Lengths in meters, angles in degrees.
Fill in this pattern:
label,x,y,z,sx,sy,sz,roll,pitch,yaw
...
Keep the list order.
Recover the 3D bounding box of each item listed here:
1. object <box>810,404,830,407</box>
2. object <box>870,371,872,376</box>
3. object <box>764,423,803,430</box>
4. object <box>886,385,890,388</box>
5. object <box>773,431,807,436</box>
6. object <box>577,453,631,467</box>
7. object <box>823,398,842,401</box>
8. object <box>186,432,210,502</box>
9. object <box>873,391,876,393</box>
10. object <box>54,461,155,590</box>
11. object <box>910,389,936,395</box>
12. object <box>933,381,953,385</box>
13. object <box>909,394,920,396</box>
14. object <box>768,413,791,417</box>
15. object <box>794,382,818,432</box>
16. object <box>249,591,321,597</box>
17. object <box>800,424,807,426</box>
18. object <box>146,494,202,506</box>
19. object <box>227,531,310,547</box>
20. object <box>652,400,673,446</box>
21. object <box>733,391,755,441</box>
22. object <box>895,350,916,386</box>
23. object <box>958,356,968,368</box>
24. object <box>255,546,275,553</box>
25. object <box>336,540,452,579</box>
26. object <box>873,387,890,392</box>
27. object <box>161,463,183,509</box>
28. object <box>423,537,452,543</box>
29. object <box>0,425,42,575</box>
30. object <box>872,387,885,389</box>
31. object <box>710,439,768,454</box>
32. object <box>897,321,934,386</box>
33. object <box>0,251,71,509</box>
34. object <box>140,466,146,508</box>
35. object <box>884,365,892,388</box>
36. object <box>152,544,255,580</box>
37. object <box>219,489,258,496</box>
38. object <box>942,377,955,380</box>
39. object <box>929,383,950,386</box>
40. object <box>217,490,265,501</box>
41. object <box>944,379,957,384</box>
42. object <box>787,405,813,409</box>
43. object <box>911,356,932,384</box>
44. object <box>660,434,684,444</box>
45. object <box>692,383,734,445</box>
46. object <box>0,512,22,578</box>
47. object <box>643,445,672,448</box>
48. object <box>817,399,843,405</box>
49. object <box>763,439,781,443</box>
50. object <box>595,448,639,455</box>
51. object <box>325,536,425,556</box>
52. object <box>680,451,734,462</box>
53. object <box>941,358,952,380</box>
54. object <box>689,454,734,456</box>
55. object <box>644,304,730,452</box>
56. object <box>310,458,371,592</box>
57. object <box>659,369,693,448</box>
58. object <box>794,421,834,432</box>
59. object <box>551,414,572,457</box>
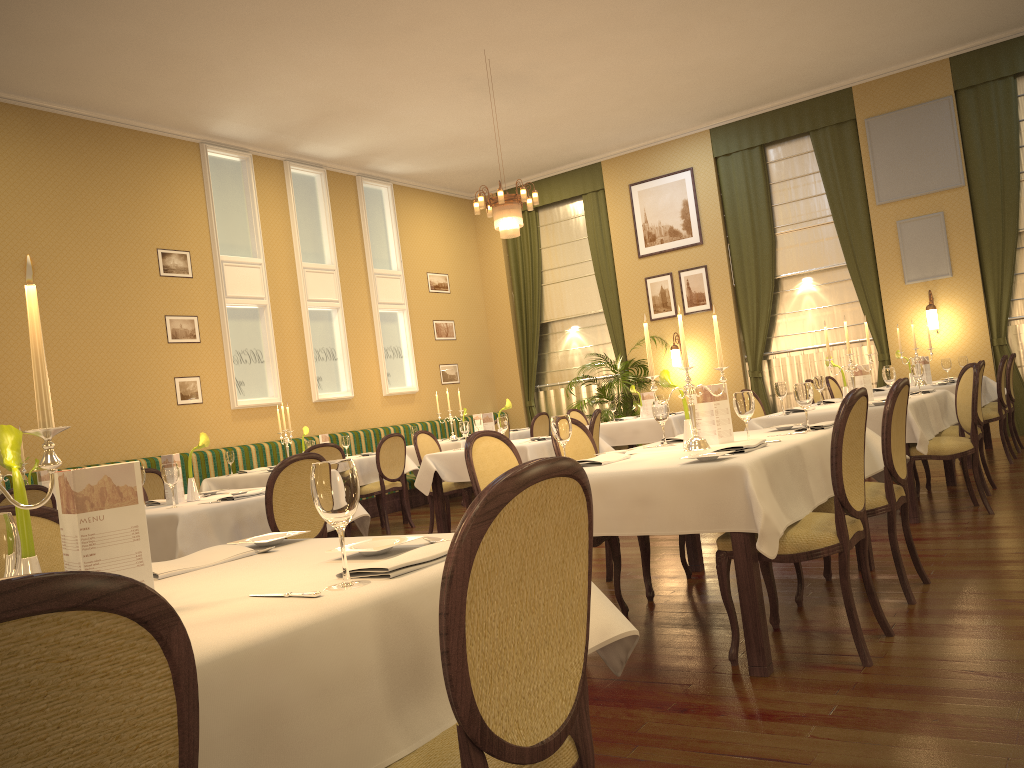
label,x,y,z,sx,sy,sz,roll,pitch,yaw
object,2.399,0.164,6.900,0.185,0.010,0.017,-9,-2,35
object,3.362,-0.028,8.385,0.088,0.229,0.088,-7,-2,-8
object,1.376,0.221,4.476,0.160,0.024,0.160,-8,-2,34
object,4.047,0.013,9.358,0.142,0.033,0.273,-8,-2,34
object,1.267,0.231,4.094,0.185,0.010,0.017,-8,-2,34
object,0.391,0.328,3.831,0.142,0.033,0.273,-8,-2,34
object,2.686,0.135,7.379,0.160,0.024,0.160,-8,-2,34
object,-1.759,0.462,4.951,0.163,0.375,0.076,-8,-2,11
object,3.322,0.083,8.312,0.181,0.015,0.038,-9,-2,35
object,-0.748,0.287,1.584,0.166,0.277,0.081,-8,-2,5
object,3.134,0.061,6.765,0.142,0.024,0.273,-8,-2,34
object,3.868,-0.001,7.963,0.160,0.024,0.160,-8,-2,34
object,2.929,0.087,6.576,0.185,0.010,0.017,-8,-2,34
object,1.836,0.212,6.093,0.181,0.015,0.038,-9,-2,35
object,1.364,0.109,4.121,0.088,0.229,0.088,-7,-2,-8
object,-0.411,0.376,1.588,0.185,0.010,0.017,-8,-2,34
object,1.550,0.203,4.494,0.181,0.015,0.038,-9,-2,35
object,-1.945,0.666,5.104,0.142,0.033,0.273,-8,-2,34
object,-0.654,0.424,2.391,0.160,0.024,0.160,-8,-2,34
object,0.763,0.197,4.495,0.088,0.229,0.088,-7,-2,-8
object,0.976,0.147,3.697,0.088,0.229,0.088,-7,-2,-14
object,3.926,-0.162,8.833,0.076,0.375,0.163,-6,-2,-34
object,4.458,-0.160,8.742,0.088,0.229,0.088,-7,-2,-8
object,-0.673,0.428,2.280,0.181,0.015,0.038,-9,-2,35
object,-0.205,0.350,1.777,0.142,0.024,0.273,-8,-2,34
object,3.538,0.055,8.532,0.142,0.033,0.273,-8,-2,34
object,-1.756,0.525,4.578,0.088,0.229,0.088,-7,-2,-8
object,-0.128,0.349,1.988,0.181,0.015,0.038,-9,-2,35
object,-0.900,0.257,1.625,0.076,0.375,0.163,-6,-2,-34
object,3.636,0.053,8.831,0.160,0.024,0.160,-8,-2,34
object,0.902,0.253,3.524,0.142,0.033,0.273,-8,-2,34
object,3.921,-0.305,8.602,0.390,0.655,0.131,-7,-2,0
object,-0.904,0.113,1.395,0.390,0.655,0.131,-7,-2,-22
object,-2.082,0.577,4.942,0.088,0.229,0.088,-7,-2,-8
object,3.911,-0.076,9.197,0.088,0.229,0.088,-7,-2,-8
object,-0.779,0.431,2.150,0.142,0.033,0.273,-8,-2,34
object,-1.499,0.605,4.877,0.160,0.024,0.160,-8,-2,34
object,4.524,-0.052,9.178,0.160,0.024,0.160,-8,-2,34
object,3.915,0.001,8.120,0.181,0.015,0.038,-9,-2,35
object,-1.403,0.588,4.685,0.142,0.024,0.273,-8,-2,34
object,4.050,-0.020,8.226,0.142,0.033,0.273,-8,-2,34
object,2.150,0.182,6.611,0.160,0.024,0.160,-8,-2,34
object,4.077,-0.131,8.791,0.166,0.277,0.081,-8,-2,5
object,0.899,0.285,4.656,0.142,0.033,0.273,-8,-2,34
object,0.929,0.142,4.090,0.166,0.277,0.081,-8,-2,5
object,-0.702,0.292,1.191,0.088,0.229,0.088,-7,-2,-8
object,0.737,0.308,4.418,0.185,0.010,0.017,-9,-2,35
object,2.561,0.141,7.139,0.142,0.033,0.273,-8,-2,34
object,1.054,0.249,3.776,0.185,0.010,0.017,-8,-2,34
object,0.488,0.326,4.129,0.160,0.024,0.160,-8,-2,34
object,-0.302,0.367,1.970,0.160,0.024,0.160,-8,-2,34
object,0.720,0.271,3.262,0.160,0.024,0.160,-8,-2,34
object,4.124,-0.126,8.399,0.088,0.229,0.088,-7,-2,-8
object,0.768,0.274,3.418,0.181,0.015,0.038,-9,-2,35
object,0.773,-0.032,3.901,0.390,0.655,0.131,-7,-2,-22
object,-0.313,0.254,1.615,0.088,0.229,0.088,-7,-2,-8
object,0.778,0.111,4.131,0.076,0.375,0.163,-6,-2,-34
object,1.472,0.205,4.283,0.142,0.024,0.273,-8,-2,34
object,0.214,0.245,3.684,0.088,0.229,0.088,-7,-2,-8
